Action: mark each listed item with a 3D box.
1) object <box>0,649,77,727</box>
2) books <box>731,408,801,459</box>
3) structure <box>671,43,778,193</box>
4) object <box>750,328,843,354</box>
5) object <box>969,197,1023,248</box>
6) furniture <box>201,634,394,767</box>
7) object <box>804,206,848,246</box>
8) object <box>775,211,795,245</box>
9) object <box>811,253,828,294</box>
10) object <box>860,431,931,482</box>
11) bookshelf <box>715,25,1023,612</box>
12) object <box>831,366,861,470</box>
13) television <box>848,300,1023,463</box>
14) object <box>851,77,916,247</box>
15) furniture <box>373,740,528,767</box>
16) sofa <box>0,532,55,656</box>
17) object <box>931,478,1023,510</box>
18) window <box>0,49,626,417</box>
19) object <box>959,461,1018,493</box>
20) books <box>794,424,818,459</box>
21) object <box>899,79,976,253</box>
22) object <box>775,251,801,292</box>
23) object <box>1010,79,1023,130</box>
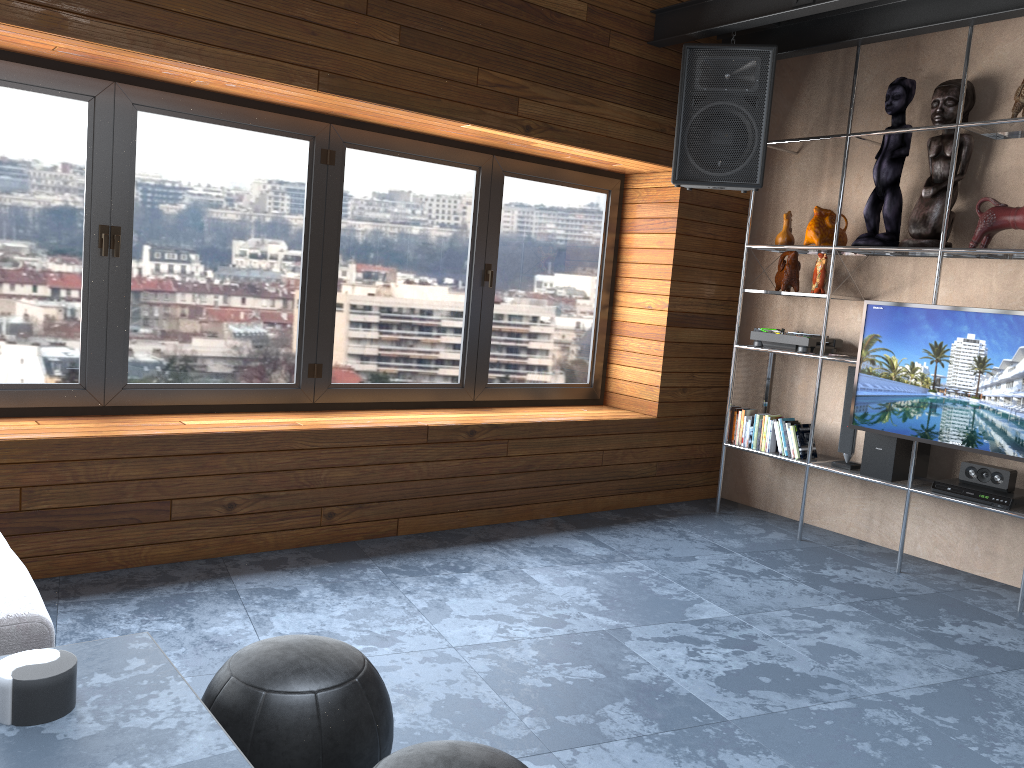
[{"bbox_3d":[-0.824,0.523,1.534,0.126,0.081,0.126,8,7,25],"label":"object"},{"bbox_3d":[1.476,0.275,5.020,0.139,0.208,0.461,0,8,-38],"label":"books"},{"bbox_3d":[1.101,-1.368,4.628,0.461,0.735,0.488,6,6,12],"label":"structure"},{"bbox_3d":[1.582,-0.246,4.973,0.320,0.114,0.405,0,8,-37],"label":"object"},{"bbox_3d":[2.306,-0.807,3.947,0.219,0.440,0.463,0,8,-38],"label":"object"},{"bbox_3d":[-0.449,0.763,1.825,0.402,0.462,0.401,5,6,2],"label":"furniture"},{"bbox_3d":[1.708,-0.837,4.787,0.278,0.222,0.138,2,7,-27],"label":"object"},{"bbox_3d":[1.554,-0.872,4.982,0.107,0.209,0.233,10,8,39],"label":"object"},{"bbox_3d":[1.679,-0.600,4.843,0.060,0.223,0.267,6,6,8],"label":"object"},{"bbox_3d":[1.959,0.324,4.514,0.343,0.303,0.175,0,8,-37],"label":"object"},{"bbox_3d":[4.841,-1.579,0.774,0.421,6.218,10.741,0,8,-37],"label":"bookshelf"},{"bbox_3d":[1.789,0.175,4.654,0.112,0.533,0.112,0,8,-37],"label":"object"},{"bbox_3d":[2.058,-0.022,3.977,0.115,0.638,1.075,0,8,-37],"label":"television"},{"bbox_3d":[1.920,-1.132,4.541,0.244,0.879,0.244,4,6,-9],"label":"object"},{"bbox_3d":[-0.105,0.836,1.433,0.402,0.462,0.401,3,7,-18],"label":"furniture"},{"bbox_3d":[-1.545,0.664,0.860,2.204,0.693,4.036,0,8,-37],"label":"sofa"},{"bbox_3d":[2.214,0.510,4.146,0.325,0.058,0.360,0,8,-37],"label":"object"},{"bbox_3d":[-1.684,-0.571,3.703,5.936,1.521,0.101,0,8,-37],"label":"window"},{"bbox_3d":[2.217,0.431,4.134,0.080,0.101,0.223,0,8,-37],"label":"object"},{"bbox_3d":[1.612,0.315,4.867,0.138,0.185,0.081,0,8,-37],"label":"books"},{"bbox_3d":[2.096,-1.073,4.346,0.305,0.839,0.237,0,8,-35],"label":"object"},{"bbox_3d":[1.554,-0.632,4.998,0.116,0.229,0.233,5,6,2],"label":"object"},{"bbox_3d":[2.411,-1.375,3.933,0.207,0.442,0.328,-1,9,-44],"label":"object"}]
